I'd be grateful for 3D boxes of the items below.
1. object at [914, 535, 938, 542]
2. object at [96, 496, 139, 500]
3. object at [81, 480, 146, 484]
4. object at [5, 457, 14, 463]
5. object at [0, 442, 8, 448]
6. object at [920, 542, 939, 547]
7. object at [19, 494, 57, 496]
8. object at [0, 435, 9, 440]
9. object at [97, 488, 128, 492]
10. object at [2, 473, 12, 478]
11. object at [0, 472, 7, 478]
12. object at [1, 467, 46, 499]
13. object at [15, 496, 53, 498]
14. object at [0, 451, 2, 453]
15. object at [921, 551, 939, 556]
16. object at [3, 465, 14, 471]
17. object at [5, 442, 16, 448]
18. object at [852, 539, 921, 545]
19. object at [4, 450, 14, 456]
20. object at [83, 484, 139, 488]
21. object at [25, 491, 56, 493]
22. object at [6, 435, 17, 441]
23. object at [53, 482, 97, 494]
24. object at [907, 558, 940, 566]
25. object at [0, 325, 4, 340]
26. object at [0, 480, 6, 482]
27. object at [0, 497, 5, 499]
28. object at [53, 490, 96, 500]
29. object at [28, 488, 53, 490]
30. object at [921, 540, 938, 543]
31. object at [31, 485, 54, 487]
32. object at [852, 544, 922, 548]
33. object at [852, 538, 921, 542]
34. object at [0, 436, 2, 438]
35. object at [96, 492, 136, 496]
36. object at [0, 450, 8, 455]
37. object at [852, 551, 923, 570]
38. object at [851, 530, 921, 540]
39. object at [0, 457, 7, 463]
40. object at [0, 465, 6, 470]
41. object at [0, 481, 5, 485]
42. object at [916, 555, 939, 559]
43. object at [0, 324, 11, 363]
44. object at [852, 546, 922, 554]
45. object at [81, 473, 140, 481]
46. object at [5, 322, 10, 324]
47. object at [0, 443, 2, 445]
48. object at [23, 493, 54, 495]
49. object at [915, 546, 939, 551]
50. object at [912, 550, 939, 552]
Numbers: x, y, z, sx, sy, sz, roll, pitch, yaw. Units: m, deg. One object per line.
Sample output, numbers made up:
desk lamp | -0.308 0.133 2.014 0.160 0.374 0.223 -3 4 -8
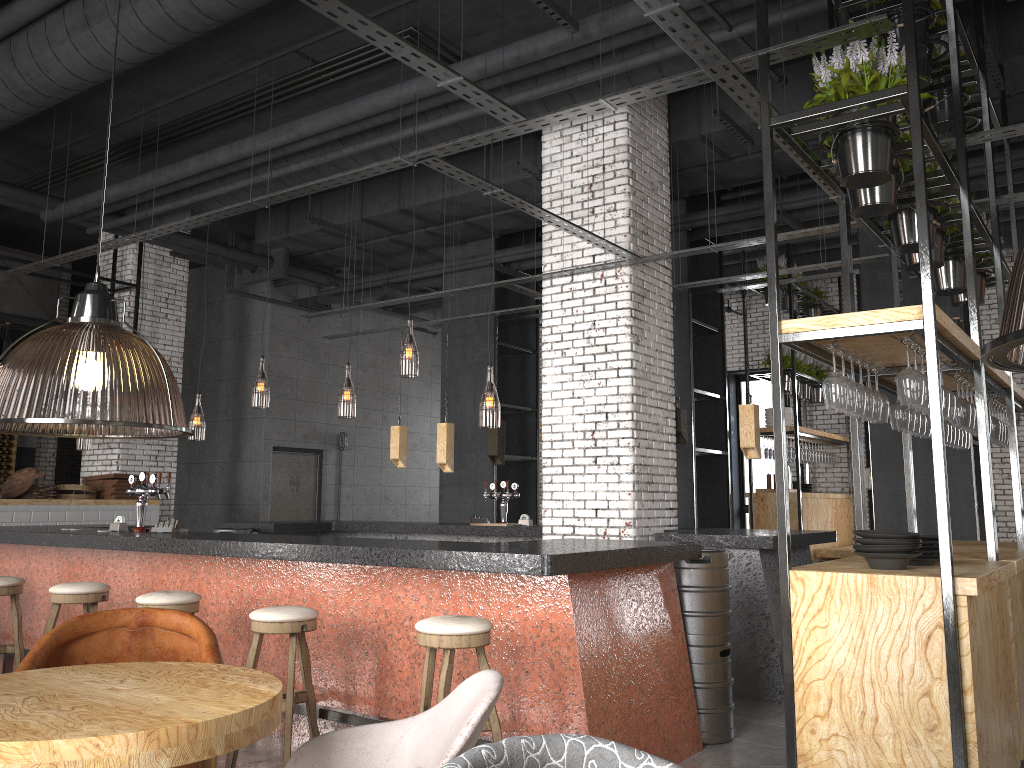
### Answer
object | 1.710 0.667 3.812 0.306 0.040 0.305 -2 -8 18
object | -4.587 1.310 10.209 0.635 0.044 0.404 -4 -9 30
object | -4.586 1.134 10.236 0.635 0.044 0.404 -4 -9 28
object | -7.076 1.071 12.461 0.283 0.079 0.079 -5 -10 35
object | -7.142 0.854 12.426 0.283 0.079 0.079 -5 -10 35
object | 1.710 0.693 3.807 0.305 0.037 0.305 -5 -9 36
object | -5.144 1.195 9.516 0.458 0.019 0.406 4 -9 -26
object | -7.141 0.749 12.442 0.283 0.079 0.079 -5 -10 35
object | -4.587 1.222 10.222 0.635 0.044 0.404 -4 -9 31
object | -7.076 1.280 12.429 0.280 0.080 0.079 -5 -10 35
object | -7.111 1.268 12.339 0.280 0.080 0.079 -5 -10 35
object | -5.157 1.043 9.329 0.488 0.339 0.241 -3 -9 21
object | -5.125 1.213 9.526 0.458 0.019 0.405 -1 -8 7
object | -7.168 0.945 12.314 0.283 0.079 0.079 -5 -10 35
object | 1.710 0.730 3.801 0.305 0.044 0.305 -5 -9 35
object | -7.061 1.174 12.434 0.283 0.079 0.079 -5 -10 35
object | -7.075 0.863 12.493 0.283 0.079 0.079 -5 -10 35
object | 1.493 0.655 3.533 0.257 0.072 0.256 -1 -8 7
object | -7.092 0.969 12.489 0.283 0.079 0.079 -5 -10 35
object | -4.586 1.178 10.229 0.635 0.044 0.404 -5 -9 35
object | -5.151 1.158 9.486 0.406 0.019 0.457 7 -10 -41
object | -7.067 0.758 12.504 0.283 0.079 0.079 -5 -10 35
object | -4.858 1.168 9.865 0.437 0.154 0.438 1 -8 -8
object | 1.710 0.756 3.797 0.306 0.035 0.305 3 -8 -17
object | -5.627 -0.419 9.741 0.098 0.460 0.098 -2 -9 13
object | -7.090 1.385 12.422 0.280 0.080 0.079 -5 -10 35
object | -5.385 1.163 9.038 0.406 0.019 0.457 2 -8 -13
object | -4.857 1.234 9.850 0.436 0.097 0.436 5 -9 -30
object | -5.137 1.132 9.533 0.458 0.019 0.405 2 -8 -12
object | 1.709 0.681 3.809 0.305 0.049 0.305 5 -9 -30
object | -5.151 1.097 9.518 0.407 0.019 0.457 1 -8 -8
object | 1.492 0.672 3.531 0.257 0.076 0.256 5 -9 -29
object | 1.493 0.650 3.534 0.257 0.072 0.256 -5 -9 34
object | -7.199 0.739 12.368 0.283 0.079 0.079 -5 -10 35
object | -4.587 1.266 10.216 0.635 0.044 0.404 -6 -10 37
object | -7.130 0.957 12.401 0.283 0.079 0.079 -5 -10 35
object | 1.493 0.703 3.525 0.257 0.068 0.256 -4 -9 27
object | 1.494 0.625 3.539 0.257 0.076 0.256 3 -8 -18
object | -7.143 1.062 12.394 0.283 0.079 0.079 -5 -10 35
object | -7.143 1.166 12.378 0.283 0.079 0.079 -5 -10 35
object | -7.143 1.375 12.345 0.280 0.080 0.079 -5 -10 35
object | 1.710 0.745 3.798 0.305 0.041 0.305 6 -10 -37
object | -5.516 -0.429 9.664 0.098 0.460 0.098 -2 -9 13
object | 1.492 0.679 3.529 0.256 0.076 0.256 -5 -9 35
object | -4.564 1.079 10.165 0.636 0.094 0.405 -5 -9 32
object | -5.515 -0.653 9.698 0.046 0.031 0.046 -4 -9 27
object | -7.183 0.842 12.340 0.283 0.079 0.079 -5 -10 35
object | -5.148 1.178 9.513 0.407 0.019 0.457 0 -8 4
object | 1.711 0.707 3.805 0.306 0.042 0.305 1 -8 -8
object | 1.709 0.722 3.801 0.305 0.046 0.305 1 -8 -7
